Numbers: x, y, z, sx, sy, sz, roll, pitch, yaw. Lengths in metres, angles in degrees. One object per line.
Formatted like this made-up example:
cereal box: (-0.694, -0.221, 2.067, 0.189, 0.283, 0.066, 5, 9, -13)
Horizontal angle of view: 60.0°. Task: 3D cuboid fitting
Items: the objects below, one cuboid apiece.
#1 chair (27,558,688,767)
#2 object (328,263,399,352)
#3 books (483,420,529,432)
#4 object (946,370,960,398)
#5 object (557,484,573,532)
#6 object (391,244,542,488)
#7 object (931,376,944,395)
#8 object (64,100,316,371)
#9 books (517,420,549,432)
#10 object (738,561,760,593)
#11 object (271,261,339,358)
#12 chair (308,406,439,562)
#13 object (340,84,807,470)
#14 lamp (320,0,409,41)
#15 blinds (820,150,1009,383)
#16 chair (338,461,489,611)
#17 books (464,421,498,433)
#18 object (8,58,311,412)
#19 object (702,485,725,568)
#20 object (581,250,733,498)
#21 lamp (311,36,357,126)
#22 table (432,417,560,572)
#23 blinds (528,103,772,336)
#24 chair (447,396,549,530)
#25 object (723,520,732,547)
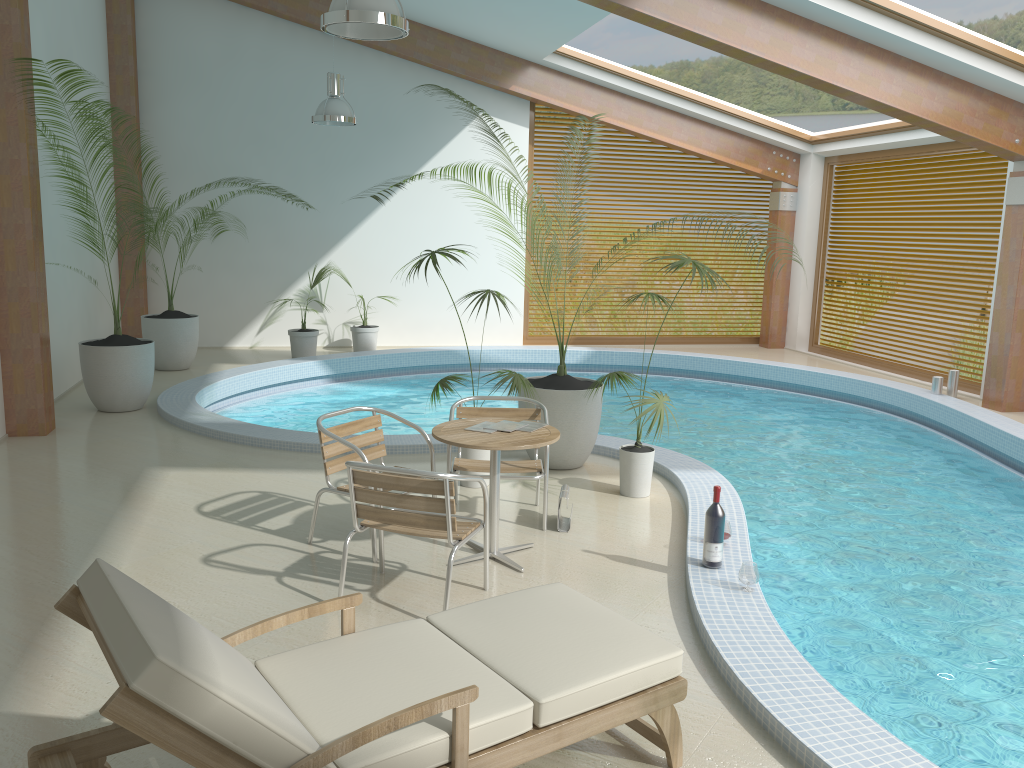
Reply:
chair: (-0.384, 0.911, 2.741, 1.903, 0.866, 0.861, -5, 12, -35)
object: (-2.101, -1.091, 12.524, 1.067, 1.310, 0.822, 1, 10, -1)
books: (-0.030, 0.234, 4.942, 0.166, 0.004, 0.241, 7, 11, 27)
object: (5.136, -0.001, 10.331, 0.115, 0.320, 0.115, 9, 12, 35)
object: (0.333, 0.769, 5.505, 0.081, 0.223, 0.272, 3, 10, 6)
object: (-0.319, -0.111, 6.159, 1.059, 1.695, 0.791, 6, 11, 22)
object: (4.839, 0.011, 10.091, 0.115, 0.204, 0.115, 7, 11, 27)
object: (-4.024, -1.676, 10.772, 2.729, 2.960, 2.979, -5, 12, -32)
books: (0.083, 0.237, 4.970, 0.166, 0.004, 0.241, 7, 11, 27)
object: (1.171, 0.953, 4.384, 0.102, 0.137, 0.102, 1, 10, -5)
object: (-2.737, -1.005, 11.938, 0.822, 1.310, 1.067, 6, 11, 26)
chair: (-0.787, 0.541, 5.135, 0.563, 0.727, 0.618, 7, 11, 28)
object: (0.471, -0.803, 6.533, 2.979, 2.960, 2.729, 2, 10, 4)
lamp: (-0.830, -3.016, 4.994, 0.506, 1.958, 0.505, -1, 10, -13)
blinds: (5.464, -1.632, 12.032, 0.095, 2.921, 4.200, -1, 10, -13)
chair: (-0.471, 0.692, 4.332, 0.618, 0.727, 0.563, 5, 11, 19)
books: (-0.133, 0.240, 4.919, 0.166, 0.004, 0.241, 7, 11, 27)
object: (-3.670, -1.256, 8.446, 2.979, 2.960, 2.729, 10, 13, 41)
object: (1.066, 0.747, 4.665, 0.109, 0.435, 0.109, 5, 11, 21)
object: (0.973, -0.059, 6.066, 0.791, 1.695, 1.059, -3, 11, -26)
lamp: (-1.984, -3.905, 9.847, 0.506, 1.958, 0.505, -1, 10, -13)
table: (-0.096, 0.611, 4.905, 0.700, 0.720, 0.700, 3, 10, 6)
blinds: (2.218, -2.694, 14.314, 4.500, 4.025, 0.099, -1, 10, -13)
chair: (-0.089, 0.484, 5.569, 0.618, 0.727, 0.563, 1, 10, -1)
object: (1.191, 0.842, 5.016, 0.102, 0.137, 0.102, 1, 10, -5)
